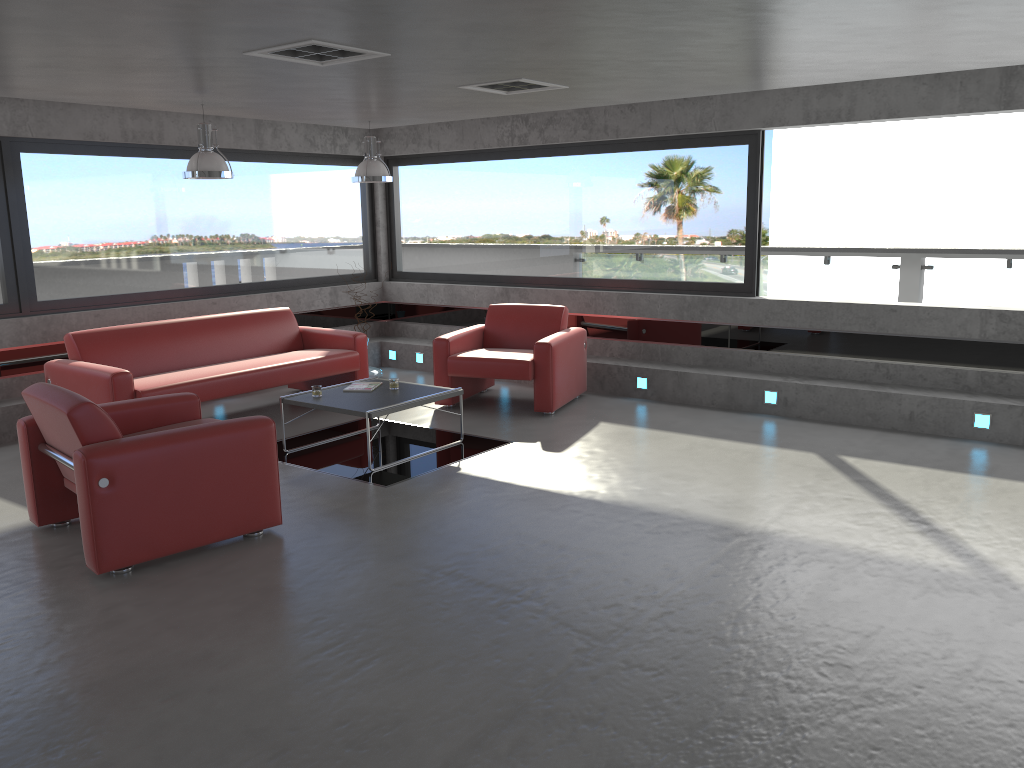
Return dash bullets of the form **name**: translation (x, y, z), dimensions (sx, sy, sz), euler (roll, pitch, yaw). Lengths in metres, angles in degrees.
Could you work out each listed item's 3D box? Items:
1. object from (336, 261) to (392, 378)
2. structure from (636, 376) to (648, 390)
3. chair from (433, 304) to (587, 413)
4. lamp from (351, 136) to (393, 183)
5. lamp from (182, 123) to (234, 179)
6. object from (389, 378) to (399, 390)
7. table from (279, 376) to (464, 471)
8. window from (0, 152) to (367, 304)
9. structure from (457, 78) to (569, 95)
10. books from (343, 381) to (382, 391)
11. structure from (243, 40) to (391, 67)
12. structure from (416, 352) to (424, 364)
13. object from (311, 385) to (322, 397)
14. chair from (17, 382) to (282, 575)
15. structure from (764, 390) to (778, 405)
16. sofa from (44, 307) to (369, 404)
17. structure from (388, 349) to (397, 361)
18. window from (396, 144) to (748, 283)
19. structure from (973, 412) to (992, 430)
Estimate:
- **object**: translation (-1.626, -0.695, 9.679), dimensions (0.466, 1.289, 0.531), euler (-10, 14, -39)
- **structure**: translation (1.242, -0.009, 8.475), dimensions (0.123, 0.123, 0.004), euler (7, 14, 36)
- **chair**: translation (-0.013, -0.281, 8.341), dimensions (1.196, 0.854, 1.130), euler (3, 12, 22)
- **lamp**: translation (-1.338, -2.134, 8.422), dimensions (0.388, 0.422, 0.389), euler (4, 12, 26)
- **lamp**: translation (-2.417, -1.842, 7.011), dimensions (0.389, 0.422, 0.388), euler (7, 14, 36)
- **object**: translation (-0.930, -0.001, 6.993), dimensions (0.079, 0.077, 0.079), euler (10, 15, 44)
- **table**: translation (-1.069, 0.277, 6.855), dimensions (0.994, 0.436, 1.018), euler (7, 14, 36)
- **window**: translation (-4.104, -1.370, 7.703), dimensions (0.003, 1.364, 7.800), euler (7, 14, 36)
- **structure**: translation (0.009, -2.205, 6.224), dimensions (0.563, 0.240, 0.563), euler (7, 14, 36)
- **books**: translation (-1.187, 0.017, 7.070), dimensions (0.228, 0.022, 0.326), euler (0, 11, 7)
- **structure**: translation (-1.064, -1.916, 4.821), dimensions (0.563, 0.240, 0.563), euler (7, 14, 36)
- **structure**: translation (-1.059, -0.297, 10.174), dimensions (0.123, 0.123, 0.004), euler (7, 14, 36)
- **object**: translation (-1.486, 0.055, 6.754), dimensions (0.079, 0.077, 0.079), euler (3, 12, 20)
- **chair**: translation (-2.056, 0.381, 5.099), dimensions (1.130, 0.854, 1.196), euler (-11, 15, -42)
- **structure**: translation (2.254, 0.118, 7.727), dimensions (0.123, 0.123, 0.004), euler (7, 14, 36)
- **sofa**: translation (-2.546, -0.140, 7.837), dimensions (1.120, 0.854, 2.626), euler (7, 14, 36)
- **structure**: translation (-1.406, -0.340, 10.431), dimensions (0.123, 0.123, 0.004), euler (7, 14, 36)
- **window**: translation (0.378, -1.796, 9.504), dimensions (4.583, 1.364, 0.003), euler (7, 14, 36)
- **structure**: translation (3.578, 0.284, 6.749), dimensions (0.123, 0.123, 0.004), euler (7, 14, 36)
